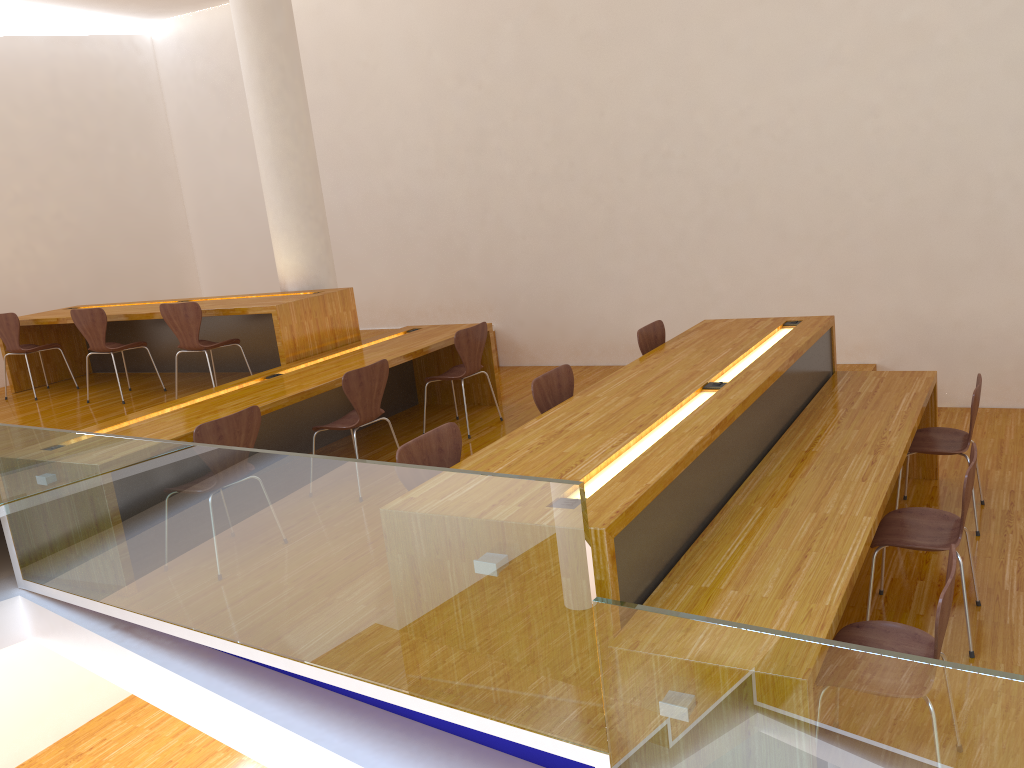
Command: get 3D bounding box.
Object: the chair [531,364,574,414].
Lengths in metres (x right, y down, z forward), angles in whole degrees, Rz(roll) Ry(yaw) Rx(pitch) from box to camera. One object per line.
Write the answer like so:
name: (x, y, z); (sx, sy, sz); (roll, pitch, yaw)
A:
chair: (0.362, 0.281, 3.988); (0.381, 0.693, 0.428); (0, 14, 31)

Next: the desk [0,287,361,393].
desk: (-2.643, -0.304, 6.816); (3.185, 0.606, 0.760); (0, 14, 31)

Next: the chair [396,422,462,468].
chair: (-0.120, 0.517, 3.178); (0.381, 0.693, 0.428); (0, 14, 31)

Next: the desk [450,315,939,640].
desk: (0.979, 0.449, 3.831); (1.285, 0.918, 3.236); (0, 14, 31)

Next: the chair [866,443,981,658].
chair: (1.555, 0.593, 3.369); (0.381, 0.693, 0.428); (0, 14, 31)

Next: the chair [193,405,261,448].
chair: (-1.370, 0.470, 4.105); (0.381, 0.693, 0.428); (0, 14, 31)

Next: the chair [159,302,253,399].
chair: (-2.044, -0.234, 5.970); (0.428, 0.693, 0.381); (0, 14, 31)

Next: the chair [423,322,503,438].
chair: (-0.367, -0.039, 5.867); (0.381, 0.693, 0.428); (0, 14, 31)

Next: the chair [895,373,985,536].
chair: (2.077, 0.320, 4.321); (0.381, 0.693, 0.428); (0, 14, 31)

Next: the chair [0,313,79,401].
chair: (-3.823, -0.253, 7.069); (0.428, 0.693, 0.381); (0, 14, 31)

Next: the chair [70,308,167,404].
chair: (-2.879, -0.238, 6.466); (0.428, 0.693, 0.381); (0, 14, 31)

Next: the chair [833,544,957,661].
chair: (1.074, 0.829, 2.559); (0.381, 0.693, 0.428); (0, 14, 31)

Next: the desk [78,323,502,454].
desk: (-1.223, 0.239, 5.308); (0.760, 0.606, 3.185); (0, 14, 31)

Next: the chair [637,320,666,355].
chair: (0.950, 0.009, 4.901); (0.381, 0.693, 0.428); (0, 14, 31)

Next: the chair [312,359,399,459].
chair: (-0.888, 0.234, 4.915); (0.381, 0.693, 0.428); (0, 14, 31)
